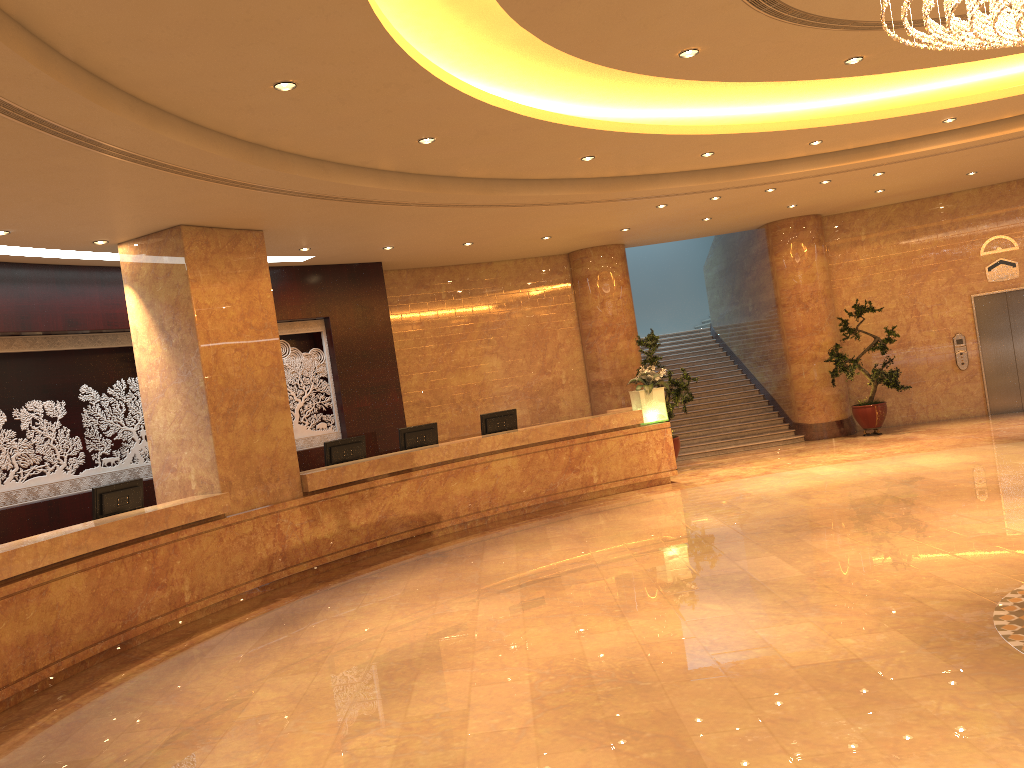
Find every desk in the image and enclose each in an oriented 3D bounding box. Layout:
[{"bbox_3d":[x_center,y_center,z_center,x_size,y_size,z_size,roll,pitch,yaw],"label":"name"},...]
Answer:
[{"bbox_3d":[-2.129,1.583,9.393,3.466,1.155,12.951,-8,0,34],"label":"desk"}]

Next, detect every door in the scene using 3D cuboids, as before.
[{"bbox_3d":[8.744,-0.581,15.456,1.070,2.145,0.150,-8,0,24],"label":"door"}]

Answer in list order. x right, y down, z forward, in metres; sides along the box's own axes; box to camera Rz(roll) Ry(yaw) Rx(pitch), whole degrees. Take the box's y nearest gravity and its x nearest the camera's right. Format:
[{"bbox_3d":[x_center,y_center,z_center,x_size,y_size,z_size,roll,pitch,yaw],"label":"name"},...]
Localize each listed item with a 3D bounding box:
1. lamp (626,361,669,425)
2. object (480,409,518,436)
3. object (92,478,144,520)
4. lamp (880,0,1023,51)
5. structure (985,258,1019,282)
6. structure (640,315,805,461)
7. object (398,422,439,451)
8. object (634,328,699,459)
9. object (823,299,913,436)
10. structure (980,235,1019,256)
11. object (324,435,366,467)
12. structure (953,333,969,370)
[{"bbox_3d":[2.082,0.122,13.324,0.606,0.897,0.532,-9,0,-22],"label":"lamp"},{"bbox_3d":[-0.176,0.646,12.816,0.531,0.500,0.430,-9,0,7],"label":"object"},{"bbox_3d":[-3.869,1.220,8.739,0.531,0.500,0.430,-9,0,-29],"label":"object"},{"bbox_3d":[3.653,-2.560,4.699,3.204,1.196,3.206,-8,0,36],"label":"lamp"},{"bbox_3d":[8.518,-1.989,15.411,0.504,0.405,0.012,-8,0,24],"label":"structure"},{"bbox_3d":[3.481,-1.537,19.252,9.849,5.560,7.472,-9,0,-1],"label":"structure"},{"bbox_3d":[-1.260,0.812,12.085,0.531,0.500,0.430,-9,0,2],"label":"object"},{"bbox_3d":[2.497,0.252,14.715,0.843,2.363,1.250,-9,0,-20],"label":"object"},{"bbox_3d":[6.062,-0.287,15.203,1.250,2.363,0.843,-8,0,21],"label":"object"},{"bbox_3d":[8.451,-2.431,15.408,0.600,0.293,0.010,-8,0,24],"label":"structure"},{"bbox_3d":[-2.117,0.945,11.321,0.531,0.500,0.430,-9,0,-4],"label":"object"},{"bbox_3d":[7.953,-0.570,15.707,0.200,0.661,0.053,-8,0,21],"label":"structure"}]
